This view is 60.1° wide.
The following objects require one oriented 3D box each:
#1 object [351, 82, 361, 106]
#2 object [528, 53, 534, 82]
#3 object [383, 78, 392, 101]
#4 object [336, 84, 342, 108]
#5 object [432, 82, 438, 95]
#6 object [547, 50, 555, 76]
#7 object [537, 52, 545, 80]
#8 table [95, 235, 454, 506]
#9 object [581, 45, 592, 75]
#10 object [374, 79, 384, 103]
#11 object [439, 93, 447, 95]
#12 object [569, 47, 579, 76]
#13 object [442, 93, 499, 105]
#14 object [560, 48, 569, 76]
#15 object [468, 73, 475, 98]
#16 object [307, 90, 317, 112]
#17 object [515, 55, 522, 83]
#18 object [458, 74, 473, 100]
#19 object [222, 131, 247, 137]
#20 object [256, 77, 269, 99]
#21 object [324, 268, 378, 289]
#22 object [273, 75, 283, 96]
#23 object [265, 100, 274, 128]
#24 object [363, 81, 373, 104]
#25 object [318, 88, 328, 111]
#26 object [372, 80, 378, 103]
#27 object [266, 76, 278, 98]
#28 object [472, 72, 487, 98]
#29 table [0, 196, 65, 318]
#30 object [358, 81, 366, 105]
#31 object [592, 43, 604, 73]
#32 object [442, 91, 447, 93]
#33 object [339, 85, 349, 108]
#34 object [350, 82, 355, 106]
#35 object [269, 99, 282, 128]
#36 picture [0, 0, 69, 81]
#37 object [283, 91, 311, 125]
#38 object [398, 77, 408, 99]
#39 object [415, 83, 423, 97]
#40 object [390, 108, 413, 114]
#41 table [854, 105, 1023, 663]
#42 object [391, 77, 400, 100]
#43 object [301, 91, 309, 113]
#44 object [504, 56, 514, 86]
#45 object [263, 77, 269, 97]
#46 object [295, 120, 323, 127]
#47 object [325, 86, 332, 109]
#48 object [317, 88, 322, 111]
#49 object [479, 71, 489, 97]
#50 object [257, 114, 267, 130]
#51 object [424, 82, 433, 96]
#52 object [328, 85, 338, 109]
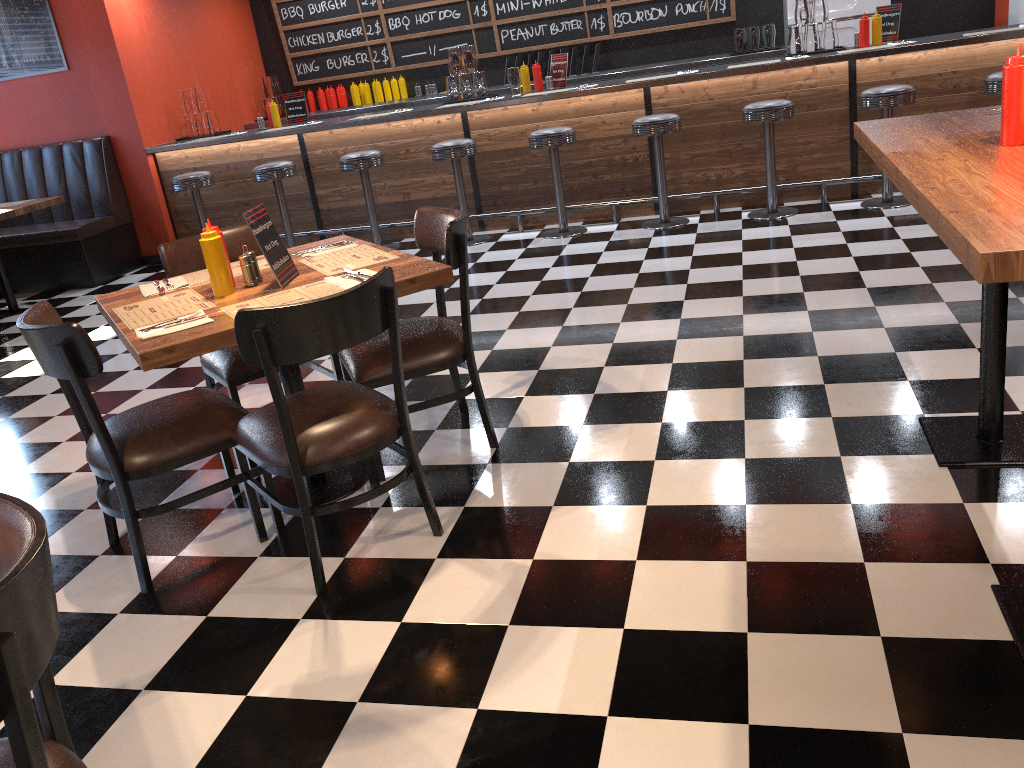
[{"bbox_3d":[-1.607,-2.987,9.124,0.068,0.234,0.069,-11,19,-6],"label":"object"},{"bbox_3d":[0.164,-3.093,8.669,0.072,0.253,0.191,-5,20,11],"label":"object"},{"bbox_3d":[-1.284,-3.031,9.108,0.068,0.234,0.069,-4,20,14],"label":"object"},{"bbox_3d":[-1.798,-3.024,9.294,0.068,0.234,0.069,-3,20,17],"label":"object"},{"bbox_3d":[-0.782,-2.995,8.960,0.046,0.134,0.095,-5,20,11],"label":"object"},{"bbox_3d":[0.379,-3.103,8.610,0.070,0.255,0.192,-2,21,19],"label":"object"},{"bbox_3d":[0.272,-3.099,8.640,0.072,0.253,0.191,-1,21,20],"label":"object"},{"bbox_3d":[-0.787,0.013,3.115,0.966,0.763,0.964,-19,23,-26],"label":"table"},{"bbox_3d":[0.704,-3.118,8.519,0.074,0.254,0.192,-2,21,18],"label":"object"},{"bbox_3d":[-1.369,-3.014,9.099,0.068,0.234,0.069,-11,19,-6],"label":"object"},{"bbox_3d":[-0.517,-2.942,8.894,0.365,0.001,0.265,-2,22,18],"label":"object"},{"bbox_3d":[0.595,-3.113,8.550,0.072,0.253,0.191,-1,21,20],"label":"object"},{"bbox_3d":[-0.335,-2.320,7.214,0.436,0.018,0.277,-3,22,16],"label":"object"},{"bbox_3d":[0.488,-3.108,8.580,0.072,0.253,0.191,0,22,25],"label":"object"},{"bbox_3d":[-0.360,-2.428,7.233,0.106,0.206,0.106,-19,22,-27],"label":"object"},{"bbox_3d":[-2.111,-2.987,9.322,0.068,0.234,0.069,3,23,31],"label":"object"},{"bbox_3d":[0.056,-3.088,8.698,0.073,0.256,0.195,-2,21,18],"label":"object"},{"bbox_3d":[-0.378,-2.385,7.132,0.106,0.206,0.106,-19,22,-27],"label":"object"},{"bbox_3d":[-2.330,-2.111,7.464,0.157,0.018,0.259,-4,22,11],"label":"object"},{"bbox_3d":[-2.593,-3.066,9.180,0.105,0.206,0.107,-8,20,2],"label":"object"},{"bbox_3d":[-0.504,-0.346,2.839,0.158,0.018,0.257,-22,25,-31],"label":"object"},{"bbox_3d":[-2.466,-3.118,9.263,0.105,0.206,0.107,-8,20,2],"label":"object"},{"bbox_3d":[-2.064,-2.319,7.593,0.068,0.234,0.069,-3,20,17],"label":"object"},{"bbox_3d":[-1.494,-3.015,9.149,0.068,0.234,0.069,-4,20,14],"label":"object"},{"bbox_3d":[-1.979,-2.977,9.243,0.068,0.234,0.069,-11,19,-6],"label":"object"},{"bbox_3d":[-1.406,-3.036,9.170,0.068,0.234,0.069,-11,19,-6],"label":"object"},{"bbox_3d":[-2.484,-3.073,9.155,0.105,0.206,0.107,-8,20,2],"label":"object"},{"bbox_3d":[-0.262,-2.388,7.092,0.106,0.206,0.106,-19,22,-27],"label":"object"},{"bbox_3d":[-4.402,-0.903,6.892,1.690,0.763,0.971,-3,21,16],"label":"table"},{"bbox_3d":[-1.549,-3.026,9.199,0.068,0.234,0.069,-2,20,18],"label":"object"},{"bbox_3d":[0.811,-3.123,8.490,0.072,0.253,0.191,-1,21,20],"label":"object"},{"bbox_3d":[-0.518,-2.954,8.890,0.365,0.001,0.265,-2,22,17],"label":"object"},{"bbox_3d":[-1.755,-2.999,9.214,0.068,0.234,0.069,-2,20,18],"label":"object"},{"bbox_3d":[-1.637,-3.015,9.208,0.068,0.234,0.069,-11,19,-6],"label":"object"},{"bbox_3d":[-2.010,-2.295,7.509,0.068,0.234,0.069,-3,20,17],"label":"object"},{"bbox_3d":[-4.285,-3.198,7.322,1.022,1.283,0.016,-3,20,16],"label":"picture"},{"bbox_3d":[-1.851,-2.361,7.589,0.188,0.253,0.073,-7,19,6],"label":"object"},{"bbox_3d":[-1.117,-3.042,9.071,0.068,0.234,0.069,-2,20,18],"label":"object"},{"bbox_3d":[-0.956,-3.000,9.041,0.047,0.134,0.094,-23,24,-36],"label":"object"},{"bbox_3d":[-0.884,-2.191,7.099,0.157,0.018,0.259,-4,22,11],"label":"object"},{"bbox_3d":[1.340,-0.091,2.230,0.695,0.986,1.717,-3,21,16],"label":"table"},{"bbox_3d":[-1.200,-3.038,9.094,0.068,0.234,0.069,-3,20,17],"label":"object"},{"bbox_3d":[-2.201,-2.981,9.342,0.068,0.234,0.069,-11,19,-6],"label":"object"},{"bbox_3d":[-0.031,-3.086,8.728,0.070,0.254,0.192,-1,21,22],"label":"object"},{"bbox_3d":[-2.554,-3.113,9.284,0.105,0.206,0.107,-8,20,2],"label":"object"},{"bbox_3d":[-1.659,-2.147,7.292,0.157,0.018,0.259,0,23,21],"label":"object"},{"bbox_3d":[-1.917,-3.010,9.305,0.068,0.234,0.069,-2,20,18],"label":"object"},{"bbox_3d":[-2.009,-3.007,9.334,0.068,0.234,0.069,-2,20,18],"label":"object"},{"bbox_3d":[-0.245,-2.433,7.202,0.106,0.206,0.106,-19,22,-27],"label":"object"},{"bbox_3d":[-2.130,-2.224,7.517,0.047,0.134,0.094,-23,24,-36],"label":"object"},{"bbox_3d":[-0.846,-3.008,9.018,0.094,0.134,0.047,-19,22,-27],"label":"object"},{"bbox_3d":[-1.866,-2.988,9.228,0.068,0.234,0.069,-2,20,18],"label":"object"}]
